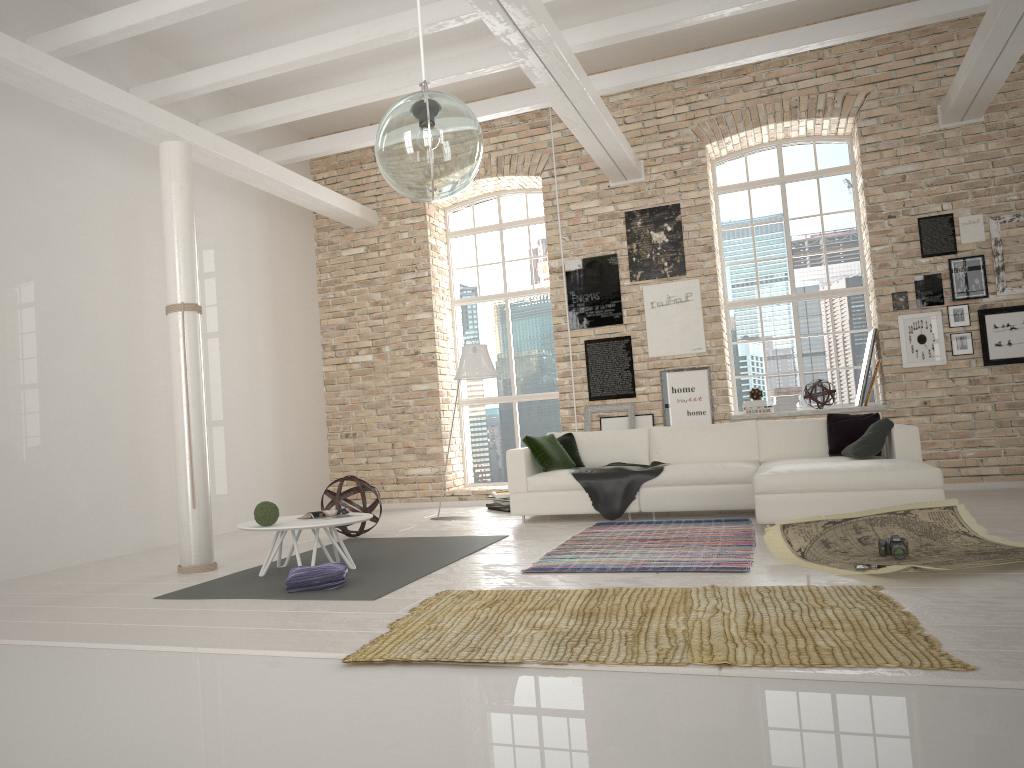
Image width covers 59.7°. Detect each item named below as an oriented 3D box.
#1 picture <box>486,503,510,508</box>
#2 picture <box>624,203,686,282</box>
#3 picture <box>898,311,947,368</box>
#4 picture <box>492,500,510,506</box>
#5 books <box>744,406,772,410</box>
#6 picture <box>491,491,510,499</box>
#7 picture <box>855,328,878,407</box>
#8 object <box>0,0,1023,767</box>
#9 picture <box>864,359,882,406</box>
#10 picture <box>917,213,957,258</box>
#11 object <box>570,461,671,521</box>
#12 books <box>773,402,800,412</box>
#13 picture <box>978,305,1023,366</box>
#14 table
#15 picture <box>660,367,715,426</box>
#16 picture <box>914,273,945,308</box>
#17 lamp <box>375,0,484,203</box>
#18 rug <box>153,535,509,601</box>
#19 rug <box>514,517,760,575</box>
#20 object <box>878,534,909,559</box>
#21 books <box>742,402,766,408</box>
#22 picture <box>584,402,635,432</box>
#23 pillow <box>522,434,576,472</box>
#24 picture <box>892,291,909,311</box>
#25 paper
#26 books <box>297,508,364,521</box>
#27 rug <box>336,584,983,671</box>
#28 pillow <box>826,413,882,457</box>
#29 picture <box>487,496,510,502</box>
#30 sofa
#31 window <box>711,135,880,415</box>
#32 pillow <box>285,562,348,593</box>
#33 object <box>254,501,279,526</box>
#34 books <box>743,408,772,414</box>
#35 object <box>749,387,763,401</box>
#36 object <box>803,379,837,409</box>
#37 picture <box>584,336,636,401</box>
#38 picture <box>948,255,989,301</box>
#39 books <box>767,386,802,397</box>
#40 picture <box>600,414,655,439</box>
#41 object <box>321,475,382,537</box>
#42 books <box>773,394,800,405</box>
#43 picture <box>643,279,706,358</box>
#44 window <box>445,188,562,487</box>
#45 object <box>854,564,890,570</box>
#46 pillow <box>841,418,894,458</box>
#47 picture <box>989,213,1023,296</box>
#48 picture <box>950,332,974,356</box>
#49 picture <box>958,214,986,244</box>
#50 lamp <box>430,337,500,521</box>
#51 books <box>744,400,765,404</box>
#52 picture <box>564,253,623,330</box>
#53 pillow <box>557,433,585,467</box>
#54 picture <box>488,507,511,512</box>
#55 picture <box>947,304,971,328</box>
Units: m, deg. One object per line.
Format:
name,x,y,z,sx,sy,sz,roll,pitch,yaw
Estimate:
picture,0.205,1.283,9.666,0.736,0.048,0.623,-2,-4,-33
picture,1.553,-1.528,9.674,0.618,0.784,0.035,-6,-4,23
picture,3.953,-0.426,8.595,0.384,0.514,0.012,-6,-4,23
picture,0.232,1.242,9.637,0.770,0.048,0.598,-3,-3,-9
books,2.565,0.249,9.314,0.283,0.024,0.209,-5,-3,18
picture,0.194,1.168,9.631,0.784,0.048,0.587,-4,-3,-1
picture,3.598,-0.156,9.056,0.257,0.764,0.560,-6,-4,18
object,1.024,-1.358,4.801,10.632,4.802,11.285,-5,-3,20
picture,3.596,-0.005,8.891,0.181,0.461,0.345,-6,-4,18
picture,4.089,-1.425,8.570,0.311,0.394,0.017,-6,-4,23
object,0.983,0.950,8.008,0.936,0.464,0.740,-5,-3,19
books,2.922,0.247,9.473,0.251,0.088,0.300,-5,-3,24
picture,4.756,-0.464,8.250,0.750,0.536,0.030,-5,-4,23
table,-1.371,1.080,5.959,0.970,0.342,0.851,-6,-4,35
picture,1.861,0.211,9.467,0.545,0.757,0.011,-6,-4,23
picture,4.017,-0.901,8.585,0.241,0.307,0.014,-6,-4,23
lamp,-0.423,-1.615,4.144,0.535,1.600,0.469,-7,-4,35
rug,-1.075,1.244,6.220,1.504,0.042,2.593,-5,-3,17
rug,0.988,1.107,6.213,1.472,0.008,2.560,-5,-3,17
object,2.114,0.897,4.931,0.156,0.124,0.161,-5,-3,20
books,2.535,0.221,9.341,0.208,0.041,0.190,-4,-3,6
picture,1.055,0.509,9.667,0.572,0.583,0.269,-6,-4,22
pillow,0.342,0.637,8.310,0.388,0.344,0.326,-1,-5,-45
picture,3.782,-0.808,8.684,0.142,0.179,0.008,-6,-4,27
paper,2.280,0.808,4.773,1.425,0.265,1.091,-3,-3,-14
books,-1.238,0.880,6.044,0.285,0.048,0.398,-1,-4,-40
rug,0.530,1.005,3.830,2.286,0.021,1.477,-5,-3,15
pillow,2.903,0.432,7.566,0.448,0.390,0.230,-5,-4,22
picture,0.204,1.205,9.654,0.750,0.048,0.612,-3,-3,-21
sofa,1.537,0.752,7.418,3.443,0.842,2.065,-5,-3,21
window,1.433,-1.353,4.597,1.497,2.991,10.897,-5,-3,17
pillow,-1.143,1.143,5.236,0.352,0.164,0.356,-4,-3,-4
object,-1.571,0.831,5.705,0.160,0.164,0.164,-4,-3,-4
books,2.565,0.285,9.313,0.289,0.048,0.209,-5,-3,18
object,2.569,0.107,9.382,0.134,0.137,0.152,-1,-5,-42
object,3.135,0.104,9.086,0.315,0.308,0.297,-5,-3,11
picture,1.082,-0.168,9.831,0.537,0.681,0.061,-6,-4,23
picture,4.326,-1.003,8.450,0.307,0.410,0.010,-6,-4,23
books,2.899,0.081,9.482,0.307,0.085,0.227,-4,-3,2
picture,1.252,0.624,9.647,0.605,0.569,0.140,-6,-4,23
object,-1.423,1.083,7.912,0.536,0.543,0.547,-4,-3,-4
books,2.916,0.165,9.479,0.247,0.088,0.305,-5,-3,14
picture,1.734,-0.699,9.550,0.619,0.785,0.035,-6,-4,23
window,-1.649,-0.741,5.892,1.497,3.658,10.897,-6,-3,17
object,1.900,0.945,4.614,0.237,0.019,0.093,-5,-3,18
pillow,2.853,0.432,7.159,0.351,0.305,0.404,-5,-3,9
picture,4.806,-1.218,8.252,0.634,0.749,0.024,-6,-4,23
picture,4.271,-0.379,8.462,0.185,0.213,0.011,-6,-4,23
picture,4.363,-1.469,8.458,0.204,0.259,0.011,-6,-4,23
lamp,-0.483,0.454,8.871,0.422,1.777,1.066,-2,-4,-37
books,2.539,0.186,9.340,0.189,0.030,0.171,-4,-3,9
picture,0.908,-1.022,9.920,0.620,0.786,0.035,-6,-4,23
pillow,0.452,0.658,8.552,0.393,0.365,0.328,-3,-4,-23
picture,0.207,1.318,9.630,0.755,0.048,0.610,-3,-3,-19
picture,4.250,-0.647,8.480,0.185,0.213,0.011,-6,-4,23
